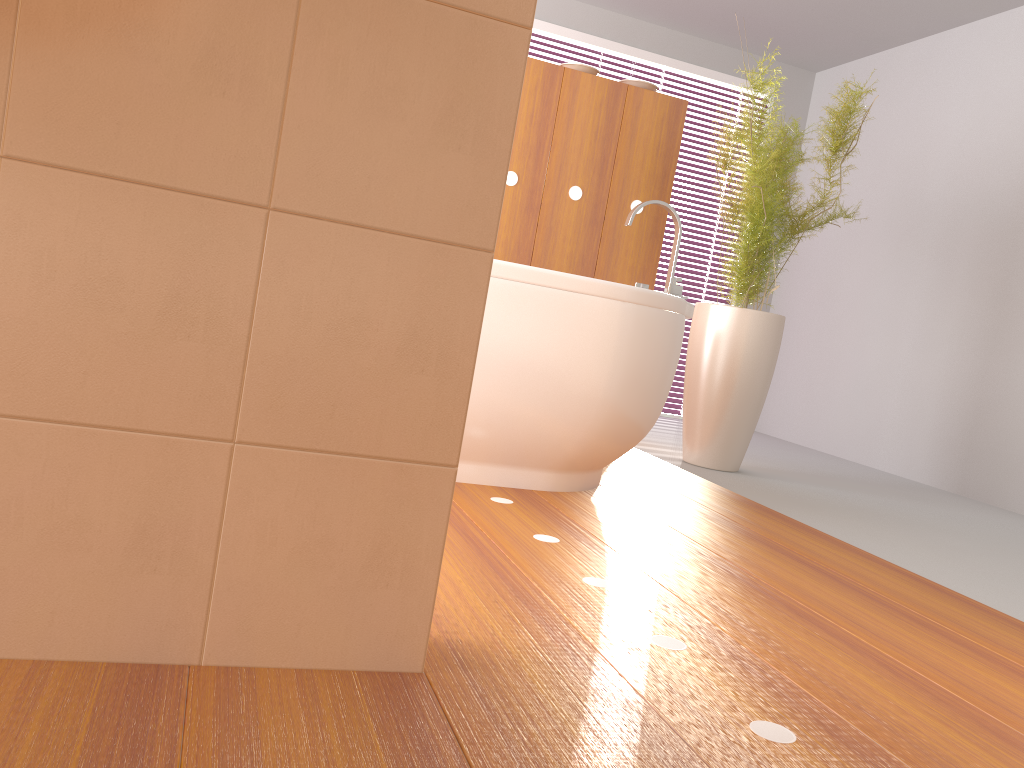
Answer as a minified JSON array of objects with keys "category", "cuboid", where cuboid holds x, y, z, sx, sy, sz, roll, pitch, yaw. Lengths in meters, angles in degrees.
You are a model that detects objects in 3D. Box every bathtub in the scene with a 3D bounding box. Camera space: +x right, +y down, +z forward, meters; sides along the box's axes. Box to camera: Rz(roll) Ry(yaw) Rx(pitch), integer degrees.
[{"category":"bathtub","cuboid":[-0.326,-0.248,2.608,1.874,0.900,0.888,8,5,-19]}]

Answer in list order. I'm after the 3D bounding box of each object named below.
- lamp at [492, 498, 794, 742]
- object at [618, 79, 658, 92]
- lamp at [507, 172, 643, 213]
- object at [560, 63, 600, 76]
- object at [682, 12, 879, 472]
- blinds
[{"category":"lamp","cuboid":[-1.055,0.258,0.379,3.173,0.001,2.893,8,5,-19]},{"category":"object","cuboid":[0.530,-1.241,3.757,0.173,0.046,0.173,8,5,-19]},{"category":"lamp","cuboid":[-0.004,-0.811,3.502,1.169,0.052,0.001,8,5,-19]},{"category":"object","cuboid":[0.275,-1.279,3.670,0.173,0.046,0.173,8,5,-19]},{"category":"object","cuboid":[1.030,-0.417,3.498,0.683,1.557,1.335,11,5,14]},{"category":"blinds","cuboid":[-0.788,-1.093,4.811,4.712,2.022,0.032,8,5,-19]}]
